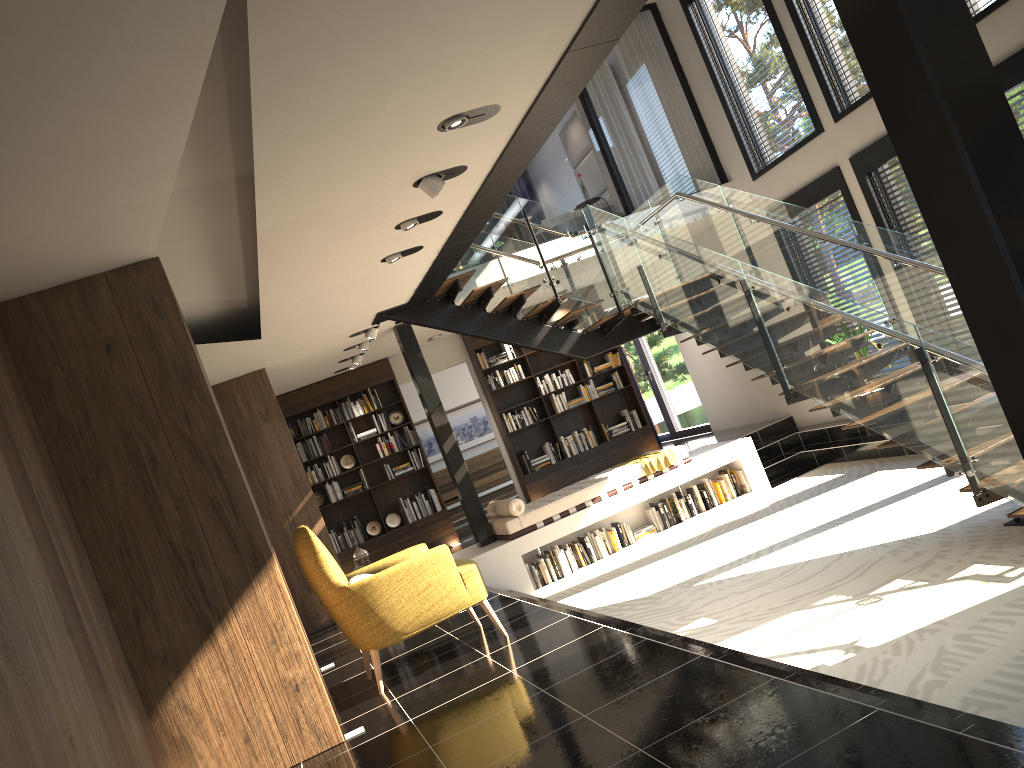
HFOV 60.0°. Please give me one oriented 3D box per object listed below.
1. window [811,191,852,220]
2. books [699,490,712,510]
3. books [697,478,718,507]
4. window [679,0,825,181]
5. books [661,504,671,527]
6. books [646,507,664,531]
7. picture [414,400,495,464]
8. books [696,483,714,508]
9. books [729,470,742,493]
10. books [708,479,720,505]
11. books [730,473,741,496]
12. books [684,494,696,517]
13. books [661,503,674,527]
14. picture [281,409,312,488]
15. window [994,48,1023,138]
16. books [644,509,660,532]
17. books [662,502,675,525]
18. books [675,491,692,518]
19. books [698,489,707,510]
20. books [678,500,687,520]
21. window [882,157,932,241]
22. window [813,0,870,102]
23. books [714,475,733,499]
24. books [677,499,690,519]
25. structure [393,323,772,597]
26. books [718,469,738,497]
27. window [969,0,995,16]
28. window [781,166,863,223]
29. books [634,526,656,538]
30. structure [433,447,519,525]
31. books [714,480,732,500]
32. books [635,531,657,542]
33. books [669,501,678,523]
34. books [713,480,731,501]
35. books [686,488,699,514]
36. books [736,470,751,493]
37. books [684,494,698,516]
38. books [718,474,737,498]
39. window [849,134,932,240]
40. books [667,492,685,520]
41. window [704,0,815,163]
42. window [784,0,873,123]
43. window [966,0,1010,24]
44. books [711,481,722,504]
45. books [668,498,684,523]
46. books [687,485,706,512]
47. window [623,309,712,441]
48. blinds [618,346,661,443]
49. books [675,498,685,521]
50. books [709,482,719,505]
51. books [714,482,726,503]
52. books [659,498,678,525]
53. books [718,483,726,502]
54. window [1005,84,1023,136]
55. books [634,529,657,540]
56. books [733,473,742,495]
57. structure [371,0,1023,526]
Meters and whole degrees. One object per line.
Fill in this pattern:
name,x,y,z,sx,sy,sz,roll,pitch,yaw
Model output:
window,3.868,-1.092,9.886,0.005,2.296,1.223,-21,-2,-17
books,2.146,1.305,9.974,0.032,0.229,0.228,-21,-2,-17
books,2.208,1.226,10.005,0.028,0.334,0.206,-21,-2,-17
window,2.752,-3.721,9.969,0.357,2.474,1.396,-21,-2,-17
books,1.663,1.461,9.856,0.030,0.284,0.177,-21,-2,-17
books,1.582,1.497,9.806,0.030,0.273,0.168,-21,-2,-17
picture,-0.946,0.837,15.982,3.538,0.748,0.035,-21,-2,-17
books,2.184,1.263,10.027,0.026,0.284,0.177,-21,-2,-17
books,2.549,1.123,10.137,0.043,0.287,0.148,-21,-2,-17
books,2.253,1.226,10.030,0.021,0.302,0.167,-21,-2,-17
books,2.506,1.146,10.102,0.030,0.273,0.186,-21,-2,-17
books,1.963,1.362,9.918,0.036,0.253,0.178,-21,-2,-17
books,1.700,1.454,9.839,0.029,0.268,0.173,-21,-2,-17
picture,-2.411,0.746,9.825,0.028,0.911,0.750,-21,-2,-17
window,4.620,-1.543,6.881,0.357,2.474,1.501,-21,-2,-17
books,1.552,1.515,9.824,0.025,0.263,0.156,-21,-2,-17
books,1.723,1.446,9.856,0.029,0.268,0.147,-21,-2,-17
books,1.916,1.346,9.925,0.032,0.318,0.153,-21,-2,-17
books,2.105,1.308,9.996,0.030,0.256,0.160,-21,-2,-17
books,1.877,1.411,9.928,0.026,0.226,0.132,-21,-2,-17
window,4.295,-1.342,8.323,0.005,2.296,1.315,-21,-2,-17
window,3.234,-3.988,8.458,0.005,2.296,1.223,-21,-2,-17
books,2.407,1.178,10.087,0.039,0.284,0.200,-21,-2,-17
books,1.904,1.397,9.919,0.028,0.231,0.158,-21,-2,-17
structure,0.508,0.412,10.075,3.776,3.243,1.151,-21,-2,-17
books,2.461,1.134,10.103,0.042,0.328,0.205,-21,-2,-17
window,3.652,-4.229,6.934,0.005,2.296,1.223,-21,-2,-17
window,3.802,-1.066,9.873,0.357,2.474,1.396,-21,-2,-17
books,1.434,1.635,9.770,0.273,0.025,0.156,-21,-3,-20
structure,-0.891,1.895,15.644,6.267,0.981,0.887,-21,-2,-17
books,2.393,1.201,10.052,0.021,0.248,0.198,-21,-2,-17
books,1.453,1.680,9.764,0.256,0.024,0.167,-21,-3,-17
books,1.769,1.429,9.910,0.026,0.270,0.129,-21,-2,-17
books,2.375,1.209,10.040,0.024,0.246,0.212,-21,-2,-17
books,2.030,1.316,9.975,0.066,0.293,0.142,-21,-2,-17
books,2.599,1.114,10.112,0.037,0.264,0.272,-21,-2,-17
books,1.987,1.351,9.927,0.019,0.256,0.186,-21,-2,-17
books,2.441,1.164,10.079,0.028,0.285,0.211,-21,-2,-17
window,4.229,-1.317,8.310,0.357,2.474,1.501,-21,-2,-17
books,1.836,1.373,9.914,0.029,0.326,0.153,-21,-2,-17
window,2.817,-3.746,9.983,0.005,2.296,1.223,-21,-2,-17
window,3.169,-3.962,8.445,0.357,2.474,1.396,-21,-2,-17
window,3.586,-4.204,6.920,0.357,2.474,1.396,-21,-2,-17
books,2.277,1.226,10.034,0.025,0.285,0.165,-21,-2,-17
books,1.805,1.403,9.858,0.026,0.286,0.205,-21,-2,-17
books,2.072,1.290,9.975,0.027,0.312,0.190,-21,-2,-17
window,2.347,-0.229,15.092,0.184,2.475,2.986,-21,-2,-17
blinds,1.920,-0.115,15.902,0.161,2.769,1.082,-21,-2,-19
books,1.826,1.405,9.886,0.027,0.270,0.188,-21,-2,-17
books,2.238,1.242,10.020,0.023,0.283,0.175,-21,-2,-17
books,2.312,1.231,10.019,0.025,0.249,0.209,-21,-2,-17
books,1.744,1.418,9.869,0.035,0.305,0.151,-21,-2,-17
books,2.352,1.235,10.064,0.022,0.216,0.137,-21,-2,-17
window,4.686,-1.568,6.894,0.005,2.296,1.315,-21,-2,-17
books,1.444,1.658,9.765,0.261,0.024,0.167,-21,-3,-20
books,2.528,1.147,10.121,0.019,0.255,0.180,-21,-2,-17
structure,1.410,-0.561,6.490,3.442,4.866,7.293,-21,-3,-18
